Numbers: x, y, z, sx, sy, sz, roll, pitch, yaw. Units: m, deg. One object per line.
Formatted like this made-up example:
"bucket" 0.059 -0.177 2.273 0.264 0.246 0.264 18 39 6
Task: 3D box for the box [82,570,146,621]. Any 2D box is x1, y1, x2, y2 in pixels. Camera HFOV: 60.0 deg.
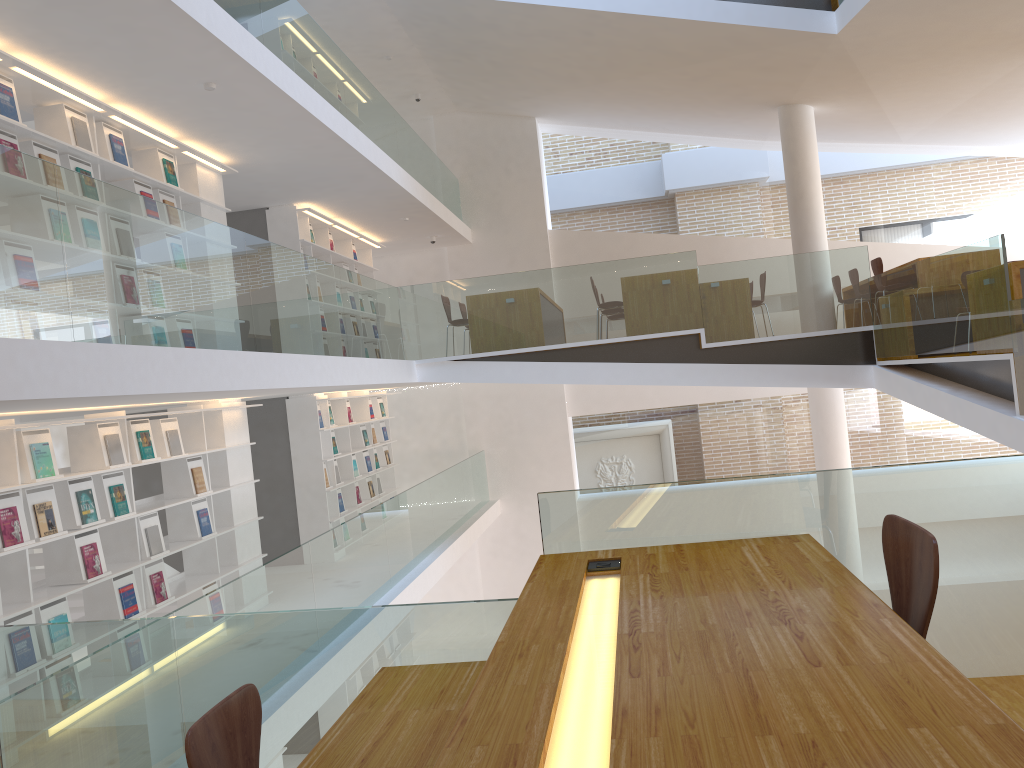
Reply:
"box" -2.596 1.388 5.791 0.274 0.296 0.245 -6 0 8

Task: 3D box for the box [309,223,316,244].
"box" -2.391 -1.691 10.130 0.274 0.296 0.245 -6 0 8

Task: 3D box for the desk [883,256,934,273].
"desk" 4.810 -0.928 10.093 1.247 0.762 3.194 -6 0 8

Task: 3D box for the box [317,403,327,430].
"box" -2.224 0.365 9.757 0.274 0.296 0.245 -6 0 8

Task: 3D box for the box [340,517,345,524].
"box" -2.030 1.665 10.176 0.274 0.296 0.245 -6 0 8

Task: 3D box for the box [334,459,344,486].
"box" -2.105 1.011 10.127 0.274 0.296 0.245 -6 0 8

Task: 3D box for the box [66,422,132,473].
"box" -2.698 0.407 5.804 0.274 0.296 0.245 -6 0 8

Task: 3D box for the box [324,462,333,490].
"box" -2.156 1.016 9.755 0.274 0.296 0.245 -6 0 8

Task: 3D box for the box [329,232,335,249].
"box" -2.297 -1.701 10.802 0.274 0.296 0.245 -6 0 8

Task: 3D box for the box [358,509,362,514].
"box" -1.944 1.657 10.805 0.274 0.296 0.245 -6 0 8

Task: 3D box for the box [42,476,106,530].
"box" -2.712 0.731 5.454 0.274 0.296 0.245 -6 0 8

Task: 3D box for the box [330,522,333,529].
"box" -2.087 1.672 9.752 0.274 0.296 0.245 -6 0 8

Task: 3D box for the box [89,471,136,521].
"box" -2.665 0.734 5.797 0.274 0.296 0.245 -6 0 8

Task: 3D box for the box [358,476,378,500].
"box" -1.903 1.322 11.365 0.274 0.296 0.245 -6 0 8

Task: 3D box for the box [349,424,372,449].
"box" -1.974 0.669 11.353 0.274 0.296 0.245 -6 0 8

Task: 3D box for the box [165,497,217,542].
"box" -2.484 1.047 6.875 0.274 0.296 0.245 -6 0 8

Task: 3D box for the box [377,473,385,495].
"box" -1.855 1.318 11.720 0.274 0.296 0.245 -6 0 8

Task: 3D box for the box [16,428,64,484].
"box" -2.794 0.415 5.100 0.274 0.296 0.245 -6 0 8

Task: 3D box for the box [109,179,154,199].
"box" -2.781 -1.328 6.540 0.274 0.296 0.245 -6 0 8

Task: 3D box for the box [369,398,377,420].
"box" -1.959 0.338 11.712 0.274 0.296 0.245 -6 0 8

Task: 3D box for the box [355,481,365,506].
"box" -1.979 1.329 10.805 0.274 0.296 0.245 -6 0 8

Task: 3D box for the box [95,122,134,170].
"box" -2.859 -1.648 6.221 0.274 0.296 0.245 -6 0 8

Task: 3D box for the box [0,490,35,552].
"box" -2.800 0.746 4.799 0.274 0.296 0.245 -6 0 8

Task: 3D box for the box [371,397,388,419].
"box" -1.889 0.331 12.233 0.274 0.296 0.245 -6 0 8

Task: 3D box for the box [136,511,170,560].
"box" -2.581 1.056 6.158 0.274 0.296 0.245 -6 0 8

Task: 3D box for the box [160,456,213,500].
"box" -2.519 0.720 6.874 0.274 0.296 0.245 -6 0 8

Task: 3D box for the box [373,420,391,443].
"box" -1.854 0.657 12.232 0.274 0.296 0.245 -6 0 8

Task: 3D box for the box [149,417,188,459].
"box" -2.870 2.175 3.145 0.498 3.764 7.125 -6 0 8

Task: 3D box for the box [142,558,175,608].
"box" -2.546 1.383 6.163 0.274 0.296 0.245 -6 0 8

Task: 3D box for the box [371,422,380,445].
"box" -1.925 0.664 11.712 0.274 0.296 0.245 -6 0 8

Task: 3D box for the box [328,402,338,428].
"box" -2.175 0.358 10.127 0.274 0.296 0.245 -6 0 8

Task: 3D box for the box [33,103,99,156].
"box" -2.915 -1.643 5.807 0.274 0.296 0.245 -6 0 8

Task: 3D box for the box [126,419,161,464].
"box" -2.648 0.402 6.174 0.274 0.296 0.245 -6 0 8

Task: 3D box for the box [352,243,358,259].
"box" -2.176 -1.711 11.715 0.274 0.296 0.245 -6 0 8

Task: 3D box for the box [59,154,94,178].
"box" -2.881 -1.316 5.800 0.274 0.296 0.245 -6 0 8

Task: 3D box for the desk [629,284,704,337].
"desk" 1.959 -0.779 10.417 1.248 0.757 3.196 -6 0 8

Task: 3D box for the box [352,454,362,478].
"box" -2.011 1.002 10.820 0.274 0.296 0.245 -6 0 8

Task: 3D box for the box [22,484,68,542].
"box" -2.772 0.744 5.101 0.274 0.296 0.245 -6 0 8

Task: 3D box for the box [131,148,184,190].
"box" -2.763 -1.657 6.926 0.274 0.296 0.245 -6 0 8

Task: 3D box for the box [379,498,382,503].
"box" -1.822 1.645 11.710 0.274 0.296 0.245 -6 0 8

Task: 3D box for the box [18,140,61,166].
"box" -2.927 -1.311 5.458 0.274 0.296 0.245 -6 0 8

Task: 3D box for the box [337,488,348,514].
"box" -2.066 1.338 10.165 0.274 0.296 0.245 -6 0 8

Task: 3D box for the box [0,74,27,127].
"box" -3.010 -1.634 5.104 0.274 0.296 0.245 -6 0 8

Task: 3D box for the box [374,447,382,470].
"box" -1.892 0.991 11.701 0.274 0.296 0.245 -6 0 8

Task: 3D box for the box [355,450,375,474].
"box" -1.939 0.996 11.353 0.274 0.296 0.245 -6 0 8

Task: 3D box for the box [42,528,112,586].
"box" -2.677 1.058 5.459 0.274 0.296 0.245 -6 0 8

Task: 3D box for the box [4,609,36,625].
"box" -2.731 1.400 4.801 0.274 0.296 0.245 -6 0 8

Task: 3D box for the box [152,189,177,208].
"box" -2.735 -1.329 6.877 0.274 0.296 0.245 -6 0 8

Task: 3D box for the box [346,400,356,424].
"box" -2.081 0.348 10.799 0.274 0.296 0.245 -6 0 8

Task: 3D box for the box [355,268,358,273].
"box" -2.141 -1.385 11.715 0.274 0.296 0.245 -6 0 8

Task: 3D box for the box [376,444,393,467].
"box" -1.818 0.984 12.245 0.274 0.296 0.245 -6 0 8

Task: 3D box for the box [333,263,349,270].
"box" -2.190 -1.380 11.356 0.274 0.296 0.245 -6 0 8

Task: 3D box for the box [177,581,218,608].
"box" -2.412 1.700 6.899 0.274 0.296 0.245 -6 0 8

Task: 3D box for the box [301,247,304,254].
"box" -2.408 -1.360 9.752 0.274 0.296 0.245 -6 0 8

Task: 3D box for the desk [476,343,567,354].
"desk" 0.145 -0.663 10.666 0.760 0.606 3.194 -6 0 8

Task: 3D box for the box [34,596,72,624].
"box" -2.691 1.397 5.095 0.274 0.296 0.245 -6 0 8

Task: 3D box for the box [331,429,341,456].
"box" -2.137 0.680 10.150 0.274 0.296 0.245 -6 0 8

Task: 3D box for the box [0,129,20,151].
"box" -2.988 -1.305 5.105 0.274 0.296 0.245 -6 0 8
